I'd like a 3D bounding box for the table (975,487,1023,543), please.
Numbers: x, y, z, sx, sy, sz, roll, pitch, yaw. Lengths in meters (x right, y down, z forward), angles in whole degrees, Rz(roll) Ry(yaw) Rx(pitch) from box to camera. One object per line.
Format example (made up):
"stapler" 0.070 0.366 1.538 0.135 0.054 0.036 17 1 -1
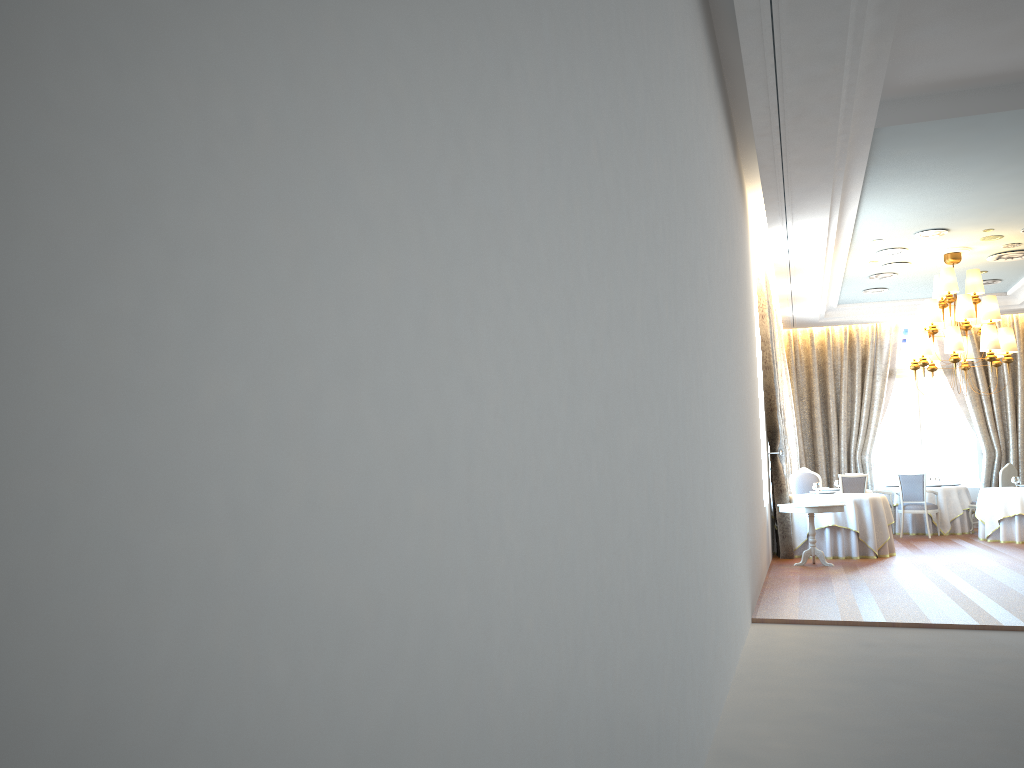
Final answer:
"table" 8.351 2.097 14.175 1.663 0.890 1.667 -5 -7 32

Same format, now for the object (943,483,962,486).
"object" 8.047 1.848 16.270 0.419 0.036 0.419 -3 -6 17

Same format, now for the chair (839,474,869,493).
"chair" 5.307 1.987 14.074 0.650 1.108 0.629 0 -6 -7

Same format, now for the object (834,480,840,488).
"object" 5.526 1.709 15.009 0.128 0.165 0.128 -3 -6 18

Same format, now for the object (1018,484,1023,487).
"object" 8.553 1.670 14.610 0.419 0.036 0.419 -3 -6 17

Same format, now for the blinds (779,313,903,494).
"blinds" 6.609 0.496 17.782 2.535 4.901 0.386 -3 -6 18

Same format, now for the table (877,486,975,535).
"table" 7.592 2.329 16.331 1.667 0.890 1.663 -5 -7 37

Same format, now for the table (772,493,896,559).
"table" 4.566 2.023 12.651 1.663 0.890 1.667 -2 -6 7

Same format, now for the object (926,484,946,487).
"object" 7.557 1.823 15.928 0.419 0.036 0.419 -3 -6 17

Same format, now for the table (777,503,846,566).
"table" 3.820 1.931 11.258 0.761 0.801 0.760 2 -7 -32

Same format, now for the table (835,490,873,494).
"table" 5.389 2.257 15.147 1.667 0.890 1.663 -2 -6 12

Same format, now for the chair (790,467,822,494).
"chair" 4.621 1.887 13.502 0.563 1.233 0.690 0 -6 -7

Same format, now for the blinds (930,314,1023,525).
"blinds" 9.341 0.350 16.897 2.476 4.901 0.386 -3 -6 18

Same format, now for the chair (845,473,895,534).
"chair" 6.535 2.178 16.233 0.629 1.108 0.650 1 -6 -17

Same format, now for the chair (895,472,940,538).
"chair" 6.980 2.077 15.320 0.650 1.108 0.629 -5 -7 33

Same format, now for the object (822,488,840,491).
"object" 5.296 1.751 14.735 0.419 0.036 0.419 -3 -6 17

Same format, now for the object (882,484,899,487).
"object" 7.068 1.880 16.391 0.419 0.036 0.419 -3 -6 17

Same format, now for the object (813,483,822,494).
"object" 4.424 1.516 12.847 0.128 0.165 0.128 -1 -6 0

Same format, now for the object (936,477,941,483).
"object" 7.950 1.817 16.590 0.128 0.165 0.128 -3 -6 18

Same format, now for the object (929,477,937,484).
"object" 7.705 1.786 16.224 0.128 0.165 0.128 -3 -6 18

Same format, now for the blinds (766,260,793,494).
"blinds" 4.556 0.265 15.056 0.335 4.969 2.257 -3 -6 18

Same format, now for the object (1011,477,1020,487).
"object" 8.256 1.604 14.531 0.128 0.165 0.128 -3 -6 18

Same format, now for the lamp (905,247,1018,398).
"lamp" 6.433 -0.887 12.813 1.373 2.121 1.373 3 -7 -34

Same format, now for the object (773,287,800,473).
"object" 5.293 0.502 17.104 0.386 4.901 2.121 -3 -6 18

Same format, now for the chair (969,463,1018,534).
"chair" 8.465 2.015 15.582 0.563 1.233 0.690 2 -7 -32

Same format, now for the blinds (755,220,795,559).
"blinds" 3.773 0.048 12.735 0.315 4.930 2.204 -3 -6 18

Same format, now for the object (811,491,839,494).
"object" 4.617 1.602 13.105 0.419 0.036 0.419 -3 -6 17

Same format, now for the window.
"window" 8.145 0.423 17.721 1.881 3.306 0.196 -3 -6 18
